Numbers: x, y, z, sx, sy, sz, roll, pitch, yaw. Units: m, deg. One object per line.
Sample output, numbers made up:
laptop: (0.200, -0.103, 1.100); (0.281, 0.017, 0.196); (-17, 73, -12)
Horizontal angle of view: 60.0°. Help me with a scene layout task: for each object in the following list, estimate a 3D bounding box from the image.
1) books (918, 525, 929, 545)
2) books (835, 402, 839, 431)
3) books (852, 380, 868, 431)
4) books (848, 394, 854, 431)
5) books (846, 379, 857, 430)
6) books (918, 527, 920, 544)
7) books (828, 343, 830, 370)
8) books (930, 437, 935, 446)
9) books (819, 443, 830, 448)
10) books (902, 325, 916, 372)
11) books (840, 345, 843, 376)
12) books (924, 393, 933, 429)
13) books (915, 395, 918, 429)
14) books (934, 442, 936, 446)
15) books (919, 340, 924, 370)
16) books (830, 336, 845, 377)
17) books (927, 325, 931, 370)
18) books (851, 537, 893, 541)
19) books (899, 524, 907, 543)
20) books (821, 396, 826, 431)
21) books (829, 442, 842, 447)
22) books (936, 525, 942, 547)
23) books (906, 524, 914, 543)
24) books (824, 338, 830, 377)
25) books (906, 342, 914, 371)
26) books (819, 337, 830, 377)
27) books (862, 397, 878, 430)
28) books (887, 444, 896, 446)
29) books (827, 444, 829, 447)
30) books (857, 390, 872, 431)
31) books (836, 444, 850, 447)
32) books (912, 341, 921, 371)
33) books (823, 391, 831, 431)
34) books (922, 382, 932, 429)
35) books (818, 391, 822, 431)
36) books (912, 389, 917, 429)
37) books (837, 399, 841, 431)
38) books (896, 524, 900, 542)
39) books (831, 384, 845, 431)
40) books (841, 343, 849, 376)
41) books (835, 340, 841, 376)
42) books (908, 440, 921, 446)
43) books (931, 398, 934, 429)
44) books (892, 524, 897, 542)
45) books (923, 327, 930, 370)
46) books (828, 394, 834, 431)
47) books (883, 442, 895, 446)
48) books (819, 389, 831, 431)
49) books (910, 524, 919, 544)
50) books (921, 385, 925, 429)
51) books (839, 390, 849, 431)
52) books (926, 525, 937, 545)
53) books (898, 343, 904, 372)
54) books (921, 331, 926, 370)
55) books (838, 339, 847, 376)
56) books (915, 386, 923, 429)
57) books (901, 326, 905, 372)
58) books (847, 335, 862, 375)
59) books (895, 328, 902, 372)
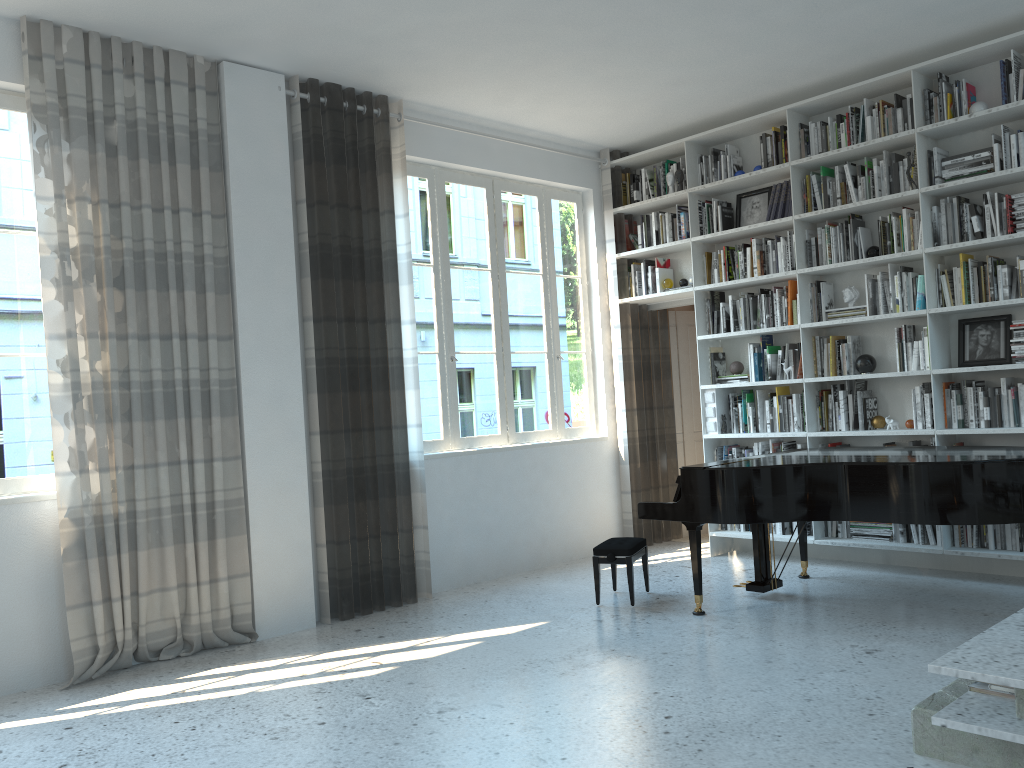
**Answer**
books: (2.619, 0.869, 5.621); (0.180, 0.274, 0.012); (-3, -1, -43)
books: (2.242, 0.216, 6.010); (0.156, 0.196, 0.024); (-3, -1, -43)
books: (2.320, 0.143, 5.914); (0.166, 0.328, 0.050); (-3, -1, -43)
books: (2.308, 0.188, 5.953); (0.135, 0.241, 0.029); (-3, -1, -43)
books: (2.297, 0.140, 5.974); (0.138, 0.339, 0.013); (-3, -1, -43)
books: (2.618, 0.891, 5.634); (0.174, 0.232, 0.011); (-3, -1, -43)
books: (2.204, -0.164, 6.034); (0.153, 0.228, 0.025); (-3, -1, -43)
books: (2.674, 0.491, 5.556); (0.173, 0.320, 0.013); (-3, -1, -43)
books: (2.173, 0.552, 6.118); (0.159, 0.285, 0.012); (-3, -1, -43)
books: (2.546, -0.229, 5.670); (0.166, 0.298, 0.012); (-3, -1, -43)
books: (2.260, -0.159, 5.968); (0.180, 0.208, 0.011); (-3, -1, -43)
books: (2.643, 0.169, 5.574); (0.153, 0.221, 0.029); (-3, -1, -43)
books: (2.606, 0.170, 5.639); (0.148, 0.225, 0.015); (-3, -1, -43)
books: (2.694, 0.504, 5.549); (0.160, 0.290, 0.022); (-3, -1, -43)
books: (2.618, -0.180, 5.590); (0.172, 0.188, 0.024); (-3, -1, -43)
books: (2.205, -0.188, 6.002); (0.190, 0.274, 0.026); (-3, -1, -43)
books: (2.643, -0.228, 5.540); (0.187, 0.279, 0.011); (-3, -1, -43)
books: (2.421, 1.014, 5.877); (0.159, 0.007, 0.285); (-2, -2, -43)
books: (2.546, 0.912, 5.715); (0.178, 0.202, 0.029); (-3, -1, -43)
books: (2.174, 0.200, 6.077); (0.157, 0.239, 0.030); (-3, -1, -43)
books: (2.219, 0.546, 6.064); (0.160, 0.288, 0.013); (-3, -1, -43)
books: (2.695, 0.869, 5.532); (0.189, 0.260, 0.024); (-3, -1, -43)
books: (2.573, 0.892, 5.703); (0.136, 0.238, 0.028); (-3, -1, -43)
books: (2.180, -0.180, 6.055); (0.166, 0.263, 0.036); (-3, -1, -43)
books: (2.568, -0.172, 5.658); (0.154, 0.183, 0.030); (-3, -1, -43)
books: (2.164, -0.184, 6.082); (0.154, 0.275, 0.026); (-3, -1, -43)
books: (2.376, 0.197, 5.876); (0.160, 0.212, 0.023); (-3, -1, -43)
books: (2.477, 0.532, 5.780); (0.142, 0.270, 0.012); (-3, -1, -43)
books: (2.209, 0.550, 6.070); (0.149, 0.282, 0.010); (-3, -1, -43)
books: (2.347, 0.174, 5.884); (0.163, 0.261, 0.027); (-3, -1, -43)
books: (2.261, 0.550, 6.030); (0.146, 0.273, 0.026); (-3, -1, -43)
books: (2.587, -0.177, 5.616); (0.156, 0.188, 0.057); (-3, -1, -43)
books: (2.181, 0.182, 6.056); (0.181, 0.272, 0.012); (-3, -1, -43)
books: (2.633, 0.135, 5.596); (0.131, 0.291, 0.014); (-3, -1, -43)
books: (2.159, 0.183, 6.111); (0.147, 0.275, 0.013); (-3, -1, -43)
books: (2.590, 0.157, 5.643); (0.161, 0.254, 0.012); (-3, -1, -43)
books: (2.254, 0.205, 5.990); (0.172, 0.215, 0.021); (-3, -1, -43)
books: (2.532, 0.882, 5.746); (0.144, 0.265, 0.031); (-3, -1, -43)
books: (2.222, 0.159, 6.021); (0.166, 0.313, 0.014); (-3, -1, -43)
books: (2.271, -0.164, 5.952); (0.175, 0.216, 0.028); (-3, -1, -43)
books: (2.235, -0.175, 6.000); (0.153, 0.244, 0.014); (-3, -1, -43)
books: (2.590, 0.512, 5.680); (0.134, 0.294, 0.025); (-3, -1, -43)
books: (2.679, 0.180, 5.566); (0.142, 0.194, 0.031); (-3, -1, -43)
books: (2.507, 0.889, 5.752); (0.161, 0.254, 0.012); (-3, -1, -43)
books: (2.638, -0.222, 5.560); (0.178, 0.269, 0.027); (-3, -1, -43)
books: (2.206, 0.193, 6.042); (0.162, 0.248, 0.042); (-3, -1, -43)
books: (2.472, 0.526, 5.792); (0.159, 0.285, 0.012); (-3, -1, -43)
books: (2.160, 0.179, 6.095); (0.146, 0.283, 0.013); (-3, -1, -43)
books: (2.594, 0.882, 5.663); (0.177, 0.253, 0.063); (-3, -1, -43)
books: (2.628, 0.142, 5.607); (0.155, 0.277, 0.010); (-3, -1, -43)
books: (2.267, 0.177, 5.971); (0.185, 0.269, 0.027); (-3, -1, -43)
books: (2.658, 0.865, 5.598); (0.181, 0.276, 0.073); (-3, -1, -43)
books: (2.523, -0.171, 5.685); (0.154, 0.186, 0.025); (-3, -1, -43)
books: (2.620, -0.209, 5.570); (0.171, 0.244, 0.012); (-3, -1, -43)
books: (2.261, -0.178, 5.996); (0.142, 0.247, 0.028); (-3, -1, -43)
books: (2.606, 0.148, 5.611); (0.158, 0.269, 0.027); (-3, -1, -43)
books: (2.541, -0.225, 5.680); (0.155, 0.291, 0.011); (-3, -1, -43)
books: (2.299, -0.191, 5.942); (0.144, 0.266, 0.028); (-3, -1, -43)
books: (2.511, -0.219, 5.703); (0.159, 0.285, 0.012); (-3, -1, -43)
